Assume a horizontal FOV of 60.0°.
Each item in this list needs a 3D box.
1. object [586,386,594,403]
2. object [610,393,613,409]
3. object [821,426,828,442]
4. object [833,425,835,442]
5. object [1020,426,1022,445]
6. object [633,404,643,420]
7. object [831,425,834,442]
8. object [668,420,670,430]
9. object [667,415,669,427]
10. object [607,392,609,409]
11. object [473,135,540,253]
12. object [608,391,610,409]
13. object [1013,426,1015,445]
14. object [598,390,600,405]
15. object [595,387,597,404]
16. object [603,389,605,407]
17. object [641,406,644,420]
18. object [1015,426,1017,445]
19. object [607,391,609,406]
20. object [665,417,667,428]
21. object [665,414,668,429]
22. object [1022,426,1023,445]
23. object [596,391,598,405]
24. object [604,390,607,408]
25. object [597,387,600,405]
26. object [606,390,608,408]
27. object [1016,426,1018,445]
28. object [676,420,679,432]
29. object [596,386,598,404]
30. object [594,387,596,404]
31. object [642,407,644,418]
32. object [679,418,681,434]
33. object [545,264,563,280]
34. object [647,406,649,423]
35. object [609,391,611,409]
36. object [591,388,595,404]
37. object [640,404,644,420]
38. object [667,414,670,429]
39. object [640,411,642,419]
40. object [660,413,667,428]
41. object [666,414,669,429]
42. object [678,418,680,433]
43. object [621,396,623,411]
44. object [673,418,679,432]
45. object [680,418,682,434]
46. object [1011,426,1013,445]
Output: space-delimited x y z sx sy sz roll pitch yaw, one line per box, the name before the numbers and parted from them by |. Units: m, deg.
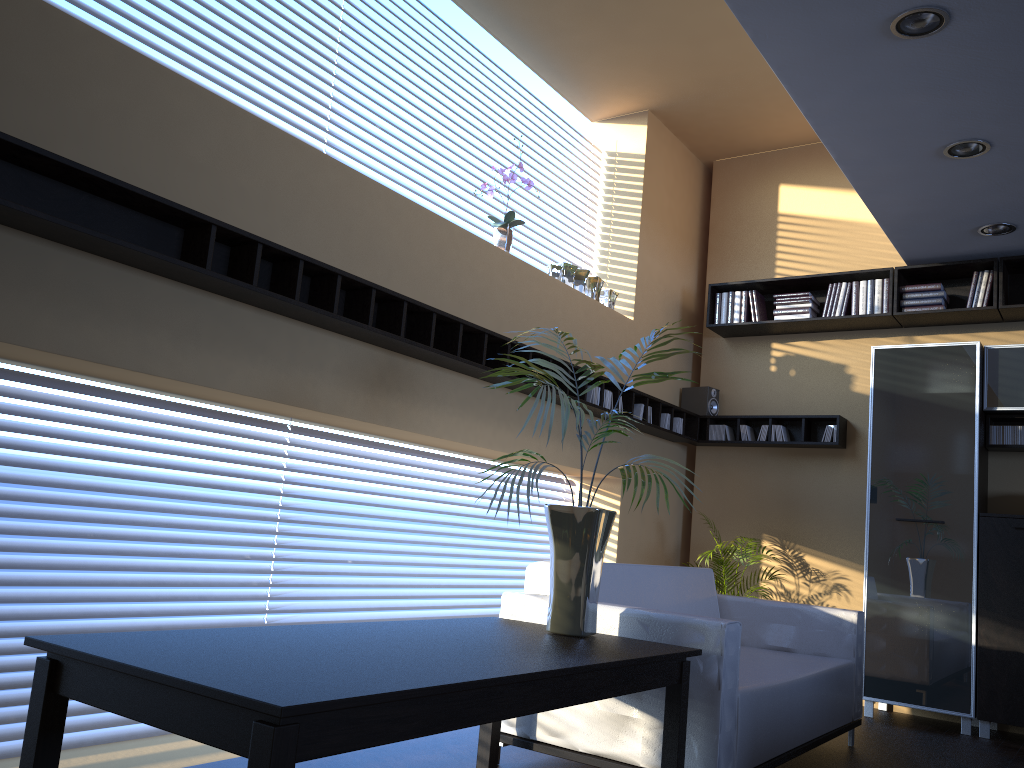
object | 0.441 0.067 5.555 0.142 0.118 0.040 -1 -10 35
object | 0.592 0.117 5.772 0.142 0.118 0.040 -1 -10 35
object | 2.261 0.367 6.355 0.040 0.118 0.143 -1 -11 35
object | 2.316 0.364 6.317 0.009 0.120 0.143 -1 -11 35
object | 3.255 0.337 5.658 0.009 0.120 0.143 -1 -11 35
object | 0.822 0.194 6.099 0.142 0.118 0.040 -1 -10 35
object | 2.299 0.365 6.328 0.030 0.123 0.142 -1 -11 35
object | 1.087 0.280 6.477 0.142 0.120 0.009 -1 -10 35
object | 1.069 0.275 6.452 0.142 0.119 0.030 -1 -10 35
object | 0.558 0.104 5.718 0.140 0.118 0.006 -1 -10 35
object | -0.017 -1.080 5.253 0.351 0.692 0.439 3 -9 15
object | 0.563 0.106 5.727 0.142 0.120 0.009 -1 -10 35
object | 3.224 0.339 5.683 0.009 0.120 0.143 -1 -11 35
object | 0.494 0.083 5.633 0.140 0.118 0.006 -1 -10 35
object | 0.468 0.074 5.591 0.142 0.120 0.009 -1 -10 35
object | 0.528 0.096 5.689 0.142 0.120 0.009 -1 -10 35
object | 0.838 0.199 6.131 0.140 0.117 0.026 -1 -10 35
object | 3.231 0.338 5.675 0.009 0.120 0.143 0 -11 34
object | 0.557 0.104 5.719 0.142 0.120 0.009 -1 -10 35
object | 1.054 0.271 6.438 0.142 0.119 0.030 -1 -10 34
object | 1.062 0.273 6.444 0.142 0.119 0.030 -1 -10 35
object | 3.266 0.338 5.655 0.009 0.120 0.143 -1 -11 35
object | 0.478 0.078 5.607 0.140 0.118 0.006 -1 -10 35
object | 0.541 0.098 5.692 0.142 0.120 0.009 -1 -10 35
object | 0.487 0.082 5.626 0.142 0.120 0.009 -1 -10 35
object | 0.548 0.100 5.700 0.142 0.120 0.009 -1 -10 35
object | 3.239 0.338 5.670 0.009 0.120 0.143 -1 -11 35
object | 1.169 0.309 6.600 0.142 0.120 0.009 -1 -10 35
object | 0.473 0.076 5.599 0.142 0.120 0.009 -1 -10 35
object | 0.463 0.072 5.582 0.142 0.120 0.009 -1 -10 35
object | 0.843 0.201 6.140 0.142 0.119 0.030 -1 -10 35
object | 1.189 0.312 6.611 0.140 0.118 0.006 -1 -10 35
object | 0.264 -0.693 5.645 0.090 0.113 0.095 8 -9 -19
object | 0.891 0.216 6.198 0.142 0.119 0.030 -1 -10 35
object | 0.570 0.107 5.734 0.142 0.120 0.009 -1 -10 35
object | 0.456 0.070 5.574 0.142 0.120 0.009 -1 -10 35
object | 0.834 0.197 6.121 0.142 0.119 0.030 -1 -10 35
object | 1.077 0.277 6.458 0.142 0.119 0.030 -1 -10 35
object | 0.828 0.195 6.113 0.140 0.117 0.026 -1 -10 35
object | 1.047 0.269 6.424 0.142 0.118 0.040 -1 -10 35
object | 1.065 0.273 6.442 0.140 0.117 0.026 -1 -10 35
object | 1.180 0.310 6.605 0.142 0.120 0.009 -1 -10 35
object | 0.666 0.142 5.877 0.142 0.118 0.040 -1 -10 35
object | 1.160 0.305 6.577 0.142 0.118 0.040 -1 -10 35
object | 1.205 0.318 6.637 0.142 0.120 0.009 -1 -10 35
object | 3.217 0.339 5.690 0.009 0.120 0.143 -1 -11 35
